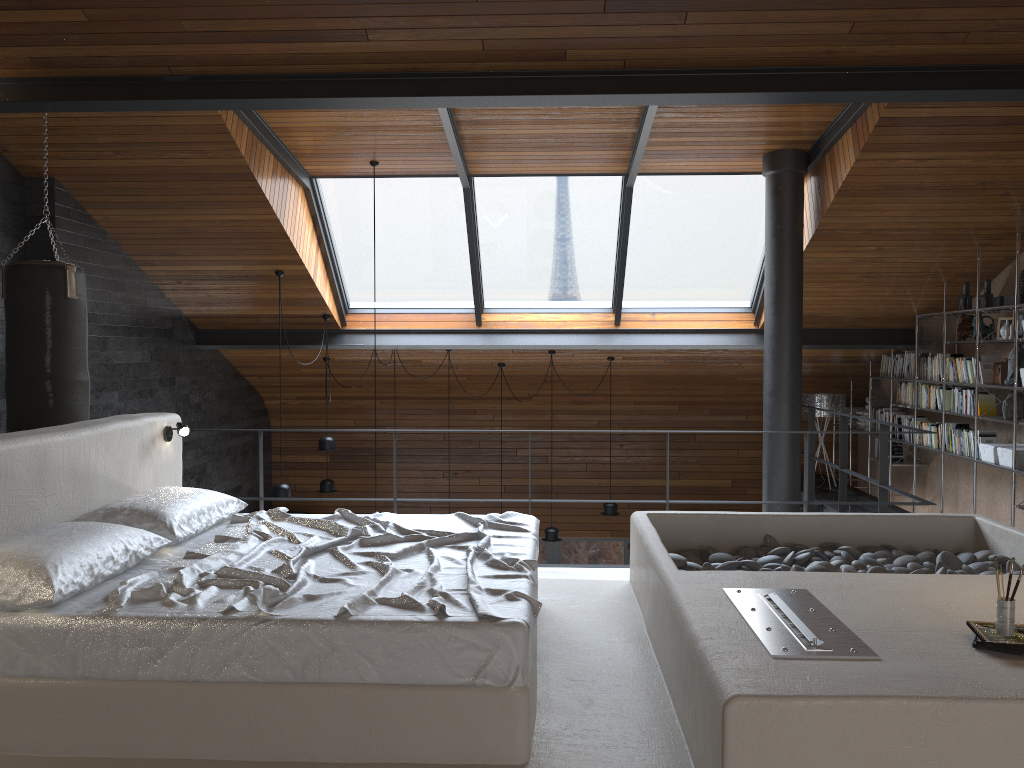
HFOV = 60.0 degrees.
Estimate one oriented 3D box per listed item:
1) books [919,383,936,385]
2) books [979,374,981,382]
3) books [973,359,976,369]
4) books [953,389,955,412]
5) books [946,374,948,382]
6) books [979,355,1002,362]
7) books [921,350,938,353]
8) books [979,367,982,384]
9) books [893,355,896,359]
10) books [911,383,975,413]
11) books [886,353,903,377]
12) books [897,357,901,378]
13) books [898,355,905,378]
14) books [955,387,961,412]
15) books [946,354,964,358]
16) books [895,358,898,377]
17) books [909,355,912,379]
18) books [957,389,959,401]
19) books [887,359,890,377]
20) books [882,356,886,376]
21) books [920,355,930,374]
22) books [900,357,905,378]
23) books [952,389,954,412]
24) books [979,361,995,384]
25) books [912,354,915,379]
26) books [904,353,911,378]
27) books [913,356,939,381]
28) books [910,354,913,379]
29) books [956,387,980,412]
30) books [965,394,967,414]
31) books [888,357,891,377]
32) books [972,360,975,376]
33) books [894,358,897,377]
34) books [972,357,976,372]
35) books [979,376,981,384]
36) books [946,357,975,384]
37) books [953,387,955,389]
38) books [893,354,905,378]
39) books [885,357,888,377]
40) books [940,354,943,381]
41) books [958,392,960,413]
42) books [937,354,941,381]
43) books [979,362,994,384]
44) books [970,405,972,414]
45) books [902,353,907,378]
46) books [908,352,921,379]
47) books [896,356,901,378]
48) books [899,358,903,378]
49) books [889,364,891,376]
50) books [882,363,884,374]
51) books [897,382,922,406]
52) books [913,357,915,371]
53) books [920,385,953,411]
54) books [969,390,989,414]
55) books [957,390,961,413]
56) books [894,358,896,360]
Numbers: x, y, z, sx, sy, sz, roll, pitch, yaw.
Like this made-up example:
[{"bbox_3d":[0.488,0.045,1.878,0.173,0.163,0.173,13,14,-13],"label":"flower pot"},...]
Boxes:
[{"bbox_3d":[3.745,0.096,8.005,0.143,0.218,0.020,0,2,2],"label":"books"},{"bbox_3d":[3.678,-0.100,6.861,0.125,0.200,0.088,0,2,2],"label":"books"},{"bbox_3d":[3.668,-0.099,6.901,0.127,0.192,0.079,0,2,2],"label":"books"},{"bbox_3d":[3.722,0.137,7.292,0.169,0.189,0.018,0,2,2],"label":"books"},{"bbox_3d":[3.698,-0.111,7.421,0.131,0.180,0.042,0,2,2],"label":"books"},{"bbox_3d":[3.700,-0.119,6.837,0.177,0.209,0.082,0,2,2],"label":"books"},{"bbox_3d":[3.739,-0.173,7.954,0.143,0.268,0.020,0,2,2],"label":"books"},{"bbox_3d":[3.688,-0.107,6.844,0.161,0.215,0.092,0,2,2],"label":"books"},{"bbox_3d":[3.760,-0.171,8.584,0.161,0.220,0.074,0,2,2],"label":"books"},{"bbox_3d":[3.714,0.112,7.668,0.138,0.212,1.040,0,2,3],"label":"books"},{"bbox_3d":[3.764,-0.184,8.719,0.143,0.233,0.081,0,2,2],"label":"books"},{"bbox_3d":[3.745,-0.159,8.448,0.131,0.202,0.068,0,2,2],"label":"books"},{"bbox_3d":[3.743,-0.163,8.404,0.133,0.215,0.070,0,2,3],"label":"books"},{"bbox_3d":[3.734,0.128,7.277,0.191,0.207,0.012,0,2,2],"label":"books"},{"bbox_3d":[3.715,-0.138,7.437,0.148,0.233,0.053,0,2,2],"label":"books"},{"bbox_3d":[3.744,-0.155,8.479,0.138,0.189,0.065,0,2,2],"label":"books"},{"bbox_3d":[3.778,-0.169,8.194,0.191,0.244,0.075,0,2,3],"label":"books"},{"bbox_3d":[3.715,0.137,7.255,0.148,0.190,0.013,0,2,2],"label":"books"},{"bbox_3d":[3.754,-0.164,8.688,0.127,0.197,0.063,0,2,2],"label":"books"},{"bbox_3d":[3.774,-0.178,8.831,0.149,0.202,0.067,0,2,2],"label":"books"},{"bbox_3d":[3.720,-0.155,7.940,0.129,0.231,0.010,0,2,2],"label":"books"},{"bbox_3d":[3.743,-0.155,8.375,0.123,0.201,0.071,0,2,2],"label":"books"},{"bbox_3d":[3.706,0.135,7.320,0.148,0.190,0.013,0,2,2],"label":"books"},{"bbox_3d":[3.667,-0.088,6.825,0.117,0.176,0.074,0,2,2],"label":"books"},{"bbox_3d":[3.741,-0.162,8.118,0.148,0.234,0.033,0,2,2],"label":"books"},{"bbox_3d":[3.725,-0.170,8.221,0.148,0.229,0.073,0,2,2],"label":"books"},{"bbox_3d":[3.708,-0.142,7.831,0.131,0.216,0.509,0,2,2],"label":"books"},{"bbox_3d":[3.737,-0.161,8.141,0.148,0.233,0.053,0,2,2],"label":"books"},{"bbox_3d":[3.739,0.130,7.266,0.192,0.204,0.012,0,2,2],"label":"books"},{"bbox_3d":[3.695,0.158,7.088,0.143,0.161,0.019,0,2,2],"label":"books"},{"bbox_3d":[3.741,-0.163,8.647,0.127,0.197,0.063,0,2,2],"label":"books"},{"bbox_3d":[3.680,-0.100,6.941,0.127,0.192,0.079,0,2,2],"label":"books"},{"bbox_3d":[3.729,-0.156,8.501,0.111,0.194,0.059,0,2,2],"label":"books"},{"bbox_3d":[3.697,-0.108,6.931,0.164,0.209,0.084,0,2,2],"label":"books"},{"bbox_3d":[3.669,-0.084,6.873,0.119,0.166,0.072,0,2,2],"label":"books"},{"bbox_3d":[3.673,-0.112,7.170,0.139,0.206,0.497,0,2,2],"label":"books"},{"bbox_3d":[3.744,0.126,7.330,0.207,0.207,0.010,0,2,2],"label":"books"},{"bbox_3d":[3.737,-0.172,8.510,0.122,0.227,0.076,0,2,2],"label":"books"},{"bbox_3d":[3.761,-0.168,8.765,0.130,0.202,0.063,0,2,2],"label":"books"},{"bbox_3d":[3.686,-0.139,7.473,0.148,0.233,0.053,0,2,2],"label":"books"},{"bbox_3d":[3.694,0.151,7.202,0.130,0.169,0.010,0,2,2],"label":"books"},{"bbox_3d":[3.687,-0.141,7.522,0.148,0.233,0.053,0,2,2],"label":"books"},{"bbox_3d":[3.661,-0.084,6.814,0.112,0.169,0.068,0,2,2],"label":"books"},{"bbox_3d":[3.694,0.170,7.012,0.128,0.143,0.009,0,2,2],"label":"books"},{"bbox_3d":[3.727,-0.171,8.267,0.148,0.229,0.073,0,2,2],"label":"books"},{"bbox_3d":[3.774,-0.172,8.206,0.191,0.249,0.077,0,2,3],"label":"books"},{"bbox_3d":[3.745,-0.164,8.461,0.137,0.213,0.068,0,2,2],"label":"books"},{"bbox_3d":[3.745,-0.152,8.393,0.126,0.194,0.064,0,2,2],"label":"books"},{"bbox_3d":[3.748,-0.162,8.636,0.127,0.197,0.063,0,2,2],"label":"books"},{"bbox_3d":[3.768,-0.167,8.847,0.131,0.178,0.057,0,2,2],"label":"books"},{"bbox_3d":[3.727,0.088,8.298,0.130,0.216,0.311,0,2,2],"label":"books"},{"bbox_3d":[3.738,-0.144,8.095,0.143,0.199,0.019,0,2,2],"label":"books"},{"bbox_3d":[3.693,0.117,7.647,0.139,0.208,0.494,0,2,2],"label":"books"},{"bbox_3d":[3.701,0.145,7.036,0.148,0.190,0.013,0,2,2],"label":"books"},{"bbox_3d":[3.713,0.140,7.226,0.160,0.187,0.021,0,2,2],"label":"books"},{"bbox_3d":[3.738,-0.158,8.555,0.111,0.194,0.059,0,2,2],"label":"books"}]
